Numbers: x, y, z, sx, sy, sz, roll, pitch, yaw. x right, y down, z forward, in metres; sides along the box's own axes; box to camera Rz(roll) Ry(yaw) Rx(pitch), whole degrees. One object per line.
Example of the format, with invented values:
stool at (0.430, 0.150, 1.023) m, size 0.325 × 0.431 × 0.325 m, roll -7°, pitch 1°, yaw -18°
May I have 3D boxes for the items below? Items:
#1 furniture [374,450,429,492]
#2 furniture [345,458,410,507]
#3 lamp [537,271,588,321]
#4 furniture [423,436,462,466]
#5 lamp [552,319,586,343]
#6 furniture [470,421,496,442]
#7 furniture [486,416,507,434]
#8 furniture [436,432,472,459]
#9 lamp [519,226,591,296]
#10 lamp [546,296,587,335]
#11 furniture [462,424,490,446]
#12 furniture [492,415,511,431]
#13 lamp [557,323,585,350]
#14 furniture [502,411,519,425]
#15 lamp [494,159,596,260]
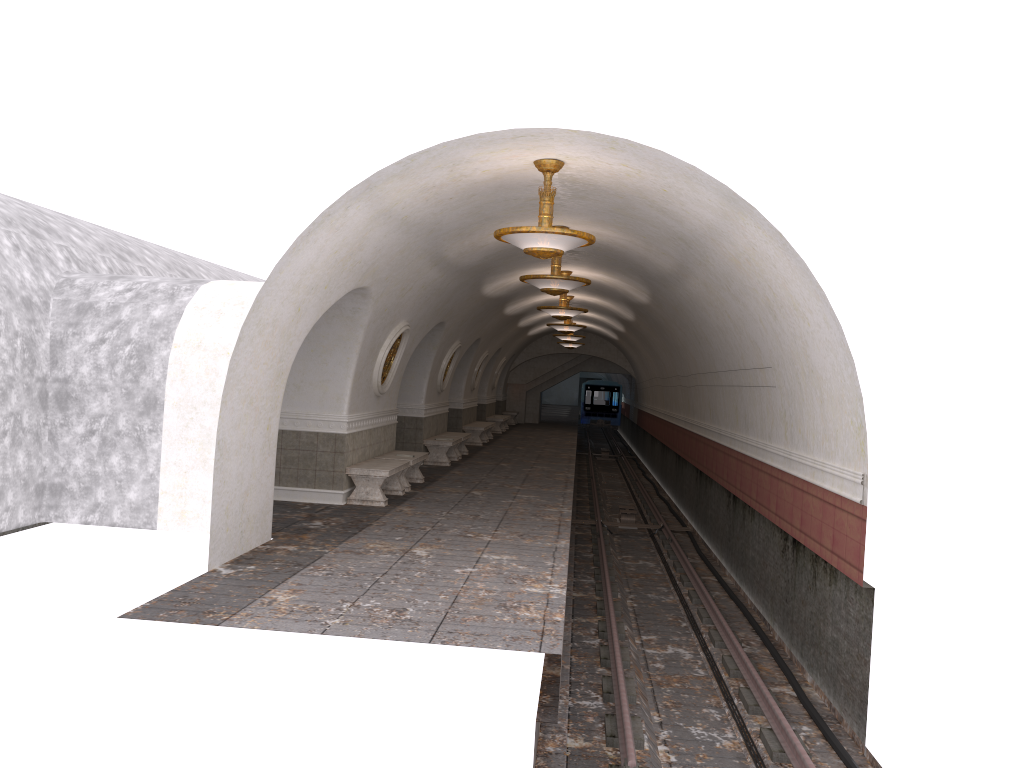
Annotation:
furniture at (-1.813, 1.420, 14.597) m, size 0.613 × 0.508 × 1.509 m, roll 3°, pitch 0°, yaw 4°
furniture at (-1.944, 1.420, 12.921) m, size 0.613 × 0.508 × 1.509 m, roll 3°, pitch 0°, yaw 4°
lamp at (0.997, -1.706, 17.248) m, size 1.008 × 0.955 × 1.008 m, roll 3°, pitch 0°, yaw -11°
furniture at (-1.478, 1.420, 18.911) m, size 0.613 × 0.508 × 1.509 m, roll 3°, pitch 0°, yaw 4°
lamp at (1.745, -1.706, 26.877) m, size 1.008 × 0.955 × 1.008 m, roll 3°, pitch 0°, yaw 20°
furniture at (-0.881, 1.419, 26.591) m, size 0.613 × 0.508 × 1.509 m, roll 3°, pitch 0°, yaw 4°
furniture at (-0.549, 1.419, 30.859) m, size 0.613 × 0.508 × 1.509 m, roll 3°, pitch 0°, yaw 4°
furniture at (-1.348, 1.420, 20.588) m, size 0.613 × 0.508 × 1.509 m, roll 3°, pitch 0°, yaw 4°
lamp at (0.620, -1.705, 12.400) m, size 1.008 × 0.955 × 1.008 m, roll 3°, pitch 0°, yaw -11°
lamp at (1.371, -1.706, 22.063) m, size 1.008 × 0.955 × 1.008 m, roll 3°, pitch 0°, yaw 20°
furniture at (-1.011, 1.419, 24.914) m, size 0.613 × 0.508 × 1.509 m, roll 3°, pitch 0°, yaw 4°
furniture at (-0.419, 1.419, 32.535) m, size 0.613 × 0.508 × 1.509 m, roll 3°, pitch 0°, yaw 4°
lamp at (2.119, -1.706, 31.692) m, size 1.008 × 0.955 × 1.008 m, roll 3°, pitch 0°, yaw -40°
furniture at (-0.061, 1.419, 37.142) m, size 0.613 × 0.508 × 1.509 m, roll 3°, pitch 0°, yaw 4°
lamp at (0.337, -1.705, 8.756) m, size 1.008 × 0.955 × 1.008 m, roll 3°, pitch 0°, yaw -40°
